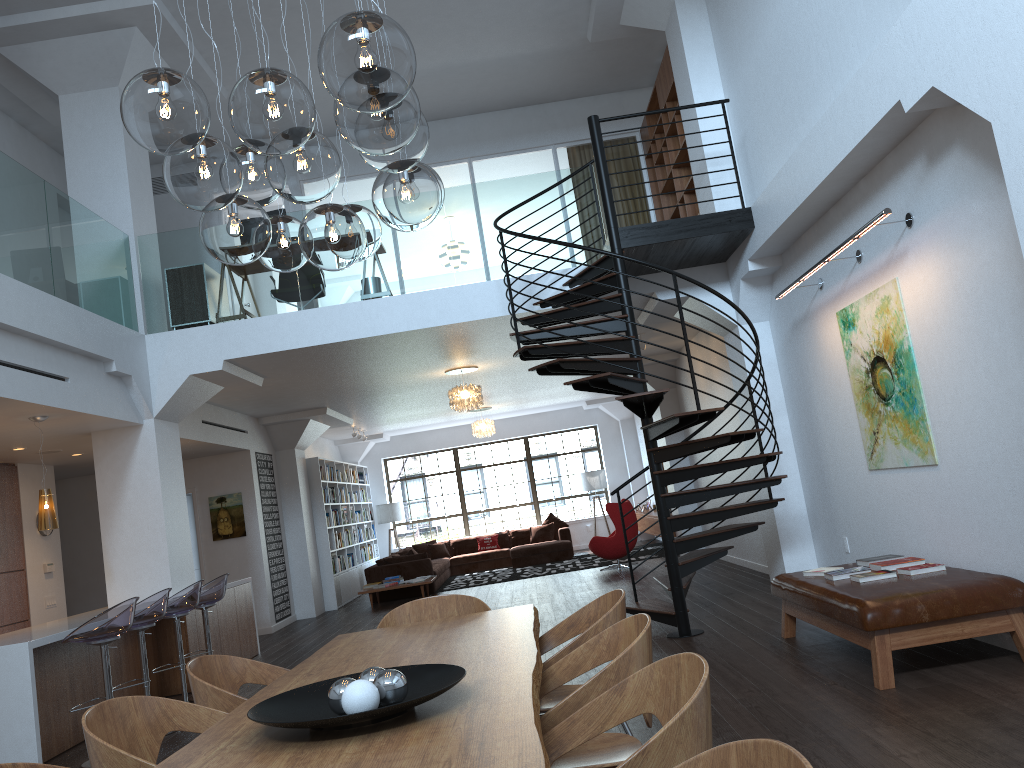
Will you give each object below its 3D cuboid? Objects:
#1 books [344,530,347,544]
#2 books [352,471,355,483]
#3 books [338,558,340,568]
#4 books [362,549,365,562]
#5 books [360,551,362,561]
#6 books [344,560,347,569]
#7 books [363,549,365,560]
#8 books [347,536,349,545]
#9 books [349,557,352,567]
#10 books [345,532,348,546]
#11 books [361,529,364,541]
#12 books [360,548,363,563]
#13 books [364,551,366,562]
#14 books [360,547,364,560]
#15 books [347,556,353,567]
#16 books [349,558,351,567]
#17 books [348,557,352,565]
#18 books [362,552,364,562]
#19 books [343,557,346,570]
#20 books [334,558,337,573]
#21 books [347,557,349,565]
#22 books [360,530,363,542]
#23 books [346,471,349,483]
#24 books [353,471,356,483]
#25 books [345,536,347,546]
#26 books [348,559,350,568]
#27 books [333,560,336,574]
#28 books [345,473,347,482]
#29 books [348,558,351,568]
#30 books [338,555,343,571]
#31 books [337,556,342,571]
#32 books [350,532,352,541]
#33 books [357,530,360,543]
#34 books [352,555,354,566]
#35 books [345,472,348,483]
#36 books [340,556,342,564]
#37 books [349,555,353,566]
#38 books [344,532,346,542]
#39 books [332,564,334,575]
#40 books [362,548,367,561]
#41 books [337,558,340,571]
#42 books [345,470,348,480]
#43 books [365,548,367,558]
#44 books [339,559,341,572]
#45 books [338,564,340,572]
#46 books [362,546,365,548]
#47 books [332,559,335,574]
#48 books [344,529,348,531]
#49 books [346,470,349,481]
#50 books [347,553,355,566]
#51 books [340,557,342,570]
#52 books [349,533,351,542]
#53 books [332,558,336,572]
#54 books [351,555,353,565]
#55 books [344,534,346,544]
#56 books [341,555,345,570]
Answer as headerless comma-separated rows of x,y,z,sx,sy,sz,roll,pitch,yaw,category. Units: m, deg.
-2.980,2.694,15.454,0.176,0.290,0.053,-9,-7,-1,books
-3.134,1.808,17.088,0.171,0.246,0.057,-9,-7,0,books
-2.927,3.000,14.639,0.161,0.223,0.033,-9,-7,0,books
-2.898,3.262,16.808,0.183,0.253,0.034,-9,-7,-1,books
-2.896,3.246,16.570,0.161,0.223,0.026,-9,-7,-1,books
-2.914,3.065,15.088,0.161,0.207,0.135,-9,-7,-1,books
-2.894,3.266,16.841,0.183,0.253,0.034,-9,-7,-1,books
-2.969,2.747,15.612,0.161,0.223,0.027,-9,-7,-1,books
-2.902,3.152,15.638,0.126,0.173,0.032,-9,-7,0,books
-2.975,2.717,15.495,0.183,0.253,0.034,-9,-7,-1,books
-2.953,2.916,17.002,0.174,0.242,0.105,-9,-7,0,books
-2.911,3.229,16.657,0.198,0.284,0.066,-9,-7,-1,books
-2.900,3.289,16.961,0.174,0.240,0.045,-9,-7,-1,books
-2.903,3.239,16.767,0.176,0.290,0.053,-9,-7,-1,books
-2.905,3.150,15.695,0.139,0.191,0.036,-9,-7,0,books
-2.893,3.146,15.563,0.106,0.162,0.032,-9,-7,0,books
-2.902,3.152,15.665,0.128,0.178,0.021,-9,-7,0,books
-2.889,3.265,16.724,0.161,0.223,0.026,-9,-7,-1,books
-2.925,3.045,15.034,0.174,0.236,0.142,-9,-7,-1,books
-2.938,2.950,14.353,0.180,0.251,0.048,-9,-7,0,books
-2.916,3.122,15.438,0.134,0.184,0.030,-9,-7,0,books
-2.964,2.882,16.918,0.176,0.293,0.125,-9,-7,0,books
-3.135,1.746,16.515,0.161,0.223,0.032,-9,-7,0,books
-3.135,1.816,17.170,0.183,0.253,0.034,-9,-7,0,books
-2.966,2.720,15.411,0.161,0.223,0.026,-9,-7,-1,books
-2.897,3.143,15.499,0.110,0.153,0.019,-9,-7,0,books
-2.924,2.947,14.232,0.161,0.223,0.032,-9,-7,0,books
-3.144,1.720,16.351,0.174,0.236,0.136,-9,-7,-1,books
-2.900,3.142,15.537,0.120,0.167,0.020,-9,-7,0,books
-2.934,3.012,14.860,0.180,0.259,0.042,-9,-7,0,books
-2.934,2.993,14.709,0.183,0.253,0.042,-9,-7,0,books
-2.964,2.789,15.939,0.161,0.223,0.026,-9,-7,-1,books
-2.959,2.853,16.563,0.182,0.255,0.077,-9,-7,0,books
-2.905,3.163,15.836,0.146,0.202,0.027,-9,-7,0,books
-3.134,1.740,16.404,0.161,0.207,0.130,-9,-7,-1,books
-2.931,3.010,14.820,0.160,0.251,0.039,-9,-7,0,books
-2.911,3.150,15.727,0.146,0.202,0.027,-9,-7,0,books
-2.971,2.704,15.387,0.160,0.250,0.026,-9,-7,-1,books
-2.930,2.933,14.114,0.161,0.223,0.032,-9,-7,0,books
-2.890,3.286,17.001,0.183,0.253,0.034,-9,-7,-1,books
-2.935,2.991,14.596,0.176,0.231,0.053,-9,-7,0,books
-3.147,1.730,16.487,0.160,0.251,0.031,-9,-7,0,books
-2.897,3.295,17.083,0.180,0.259,0.060,-9,-7,-1,books
-2.920,3.012,14.669,0.161,0.223,0.030,-9,-7,-1,books
-2.924,2.988,14.552,0.161,0.223,0.032,-9,-7,0,books
-2.902,3.274,17.038,0.176,0.290,0.036,-9,-7,-1,books
-2.930,2.930,14.158,0.174,0.240,0.054,-9,-7,0,books
-2.979,2.729,15.725,0.176,0.290,0.036,-9,-7,-1,books
-3.143,1.738,16.552,0.160,0.251,0.039,-9,-7,0,books
-2.910,3.160,15.922,0.140,0.231,0.042,-9,-7,0,books
-2.929,3.007,14.781,0.171,0.246,0.039,-9,-7,0,books
-2.968,2.776,15.836,0.161,0.223,0.027,-9,-7,-1,books
-2.940,2.939,14.271,0.183,0.253,0.042,-9,-7,0,books
-2.902,3.152,15.754,0.146,0.202,0.027,-9,-7,0,books
-2.989,2.684,15.344,0.198,0.284,0.066,-9,-7,-1,books
-2.927,3.025,14.946,0.183,0.253,0.042,-9,-7,0,books
